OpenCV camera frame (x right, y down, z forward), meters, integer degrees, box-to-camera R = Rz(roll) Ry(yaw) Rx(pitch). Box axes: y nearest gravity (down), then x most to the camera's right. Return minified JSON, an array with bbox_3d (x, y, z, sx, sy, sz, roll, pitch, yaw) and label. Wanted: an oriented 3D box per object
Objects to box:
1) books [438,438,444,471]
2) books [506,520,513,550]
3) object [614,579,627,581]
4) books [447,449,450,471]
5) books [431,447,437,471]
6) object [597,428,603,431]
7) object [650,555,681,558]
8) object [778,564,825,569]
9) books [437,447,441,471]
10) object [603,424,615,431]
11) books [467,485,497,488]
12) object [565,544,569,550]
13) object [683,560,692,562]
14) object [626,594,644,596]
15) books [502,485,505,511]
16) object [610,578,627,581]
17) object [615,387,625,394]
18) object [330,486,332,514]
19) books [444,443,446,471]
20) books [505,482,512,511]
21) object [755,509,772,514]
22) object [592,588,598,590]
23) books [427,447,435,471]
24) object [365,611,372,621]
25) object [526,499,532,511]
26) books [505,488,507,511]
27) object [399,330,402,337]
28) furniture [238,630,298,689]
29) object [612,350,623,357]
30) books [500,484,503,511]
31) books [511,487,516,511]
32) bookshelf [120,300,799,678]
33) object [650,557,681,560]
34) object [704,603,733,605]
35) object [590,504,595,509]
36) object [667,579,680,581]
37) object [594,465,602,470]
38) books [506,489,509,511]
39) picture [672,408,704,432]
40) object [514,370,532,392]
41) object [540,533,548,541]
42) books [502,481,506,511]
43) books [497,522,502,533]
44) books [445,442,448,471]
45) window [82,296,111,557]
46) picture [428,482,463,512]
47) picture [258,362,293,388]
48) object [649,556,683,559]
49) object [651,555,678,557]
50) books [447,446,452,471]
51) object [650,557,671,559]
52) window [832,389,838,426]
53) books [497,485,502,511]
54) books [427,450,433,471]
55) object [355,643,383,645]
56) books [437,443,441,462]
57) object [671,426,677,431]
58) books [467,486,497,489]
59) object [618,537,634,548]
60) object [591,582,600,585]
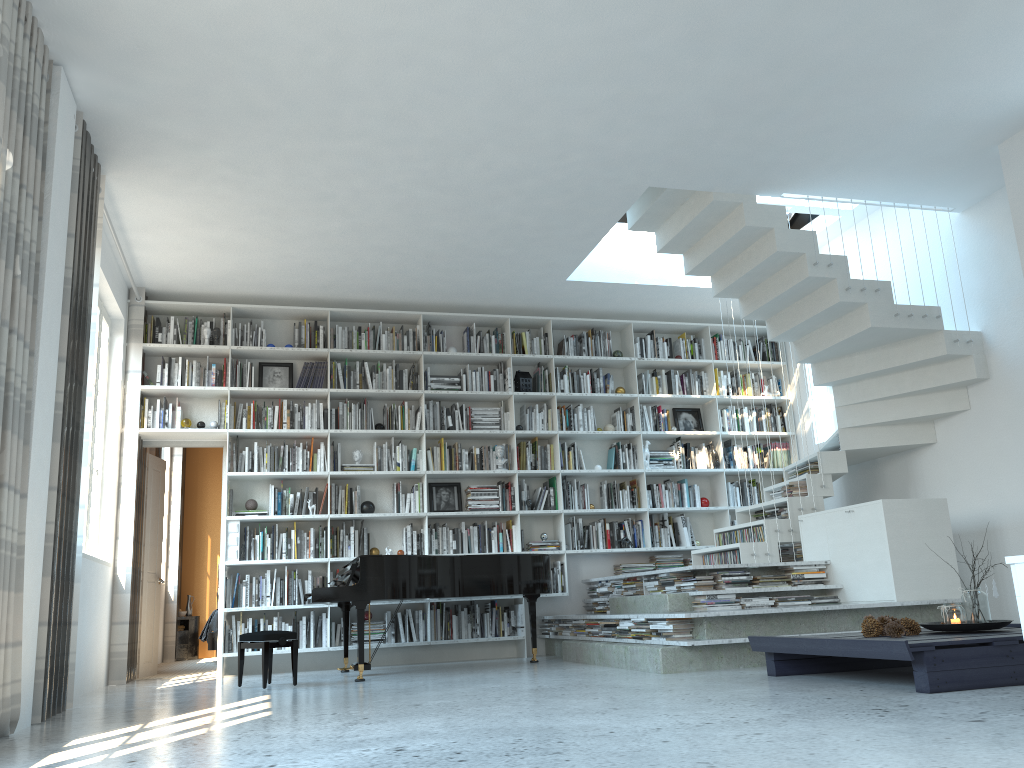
[{"bbox_3d":[-0.646,0.665,8.106,0.014,0.316,0.188,1,-14,-15],"label":"books"},{"bbox_3d":[-0.022,1.404,8.127,0.011,0.299,0.149,1,-14,-15],"label":"books"},{"bbox_3d":[0.991,1.684,7.631,0.144,0.005,0.258,1,-15,-15],"label":"object"},{"bbox_3d":[-0.602,0.719,8.144,0.024,0.228,0.148,1,-14,-15],"label":"books"},{"bbox_3d":[-0.712,0.707,8.116,0.026,0.247,0.139,1,-14,-15],"label":"books"},{"bbox_3d":[0.842,0.458,8.574,0.068,0.068,0.068,8,-17,-37],"label":"object"},{"bbox_3d":[1.468,1.651,8.481,0.254,0.005,0.161,1,-15,-14],"label":"object"},{"bbox_3d":[2.123,1.336,6.526,0.284,0.030,0.177,1,-15,-15],"label":"object"},{"bbox_3d":[-0.684,0.710,8.117,0.029,0.239,0.156,1,-14,-15],"label":"books"},{"bbox_3d":[0.946,0.446,8.631,0.112,0.112,0.112,8,-17,-37],"label":"object"},{"bbox_3d":[-0.281,0.949,8.162,0.254,0.012,0.161,0,-15,-12],"label":"books"},{"bbox_3d":[0.494,1.517,8.213,0.071,0.072,0.072,-12,-16,32],"label":"object"},{"bbox_3d":[1.826,1.707,8.571,0.327,0.008,0.208,1,-15,-15],"label":"object"},{"bbox_3d":[1.064,1.743,7.328,0.145,0.010,0.267,2,-15,-19],"label":"object"},{"bbox_3d":[-0.094,1.070,8.192,0.013,0.255,0.163,1,-14,-15],"label":"books"},{"bbox_3d":[0.977,1.678,7.628,0.159,0.007,0.286,2,-15,-18],"label":"object"},{"bbox_3d":[1.059,0.077,8.670,0.100,0.101,0.101,8,-17,-37],"label":"object"},{"bbox_3d":[-1.597,1.036,7.792,0.012,0.269,0.131,1,-14,-15],"label":"object"},{"bbox_3d":[-0.631,0.690,8.103,0.015,0.266,0.189,1,-14,-15],"label":"books"},{"bbox_3d":[-0.037,1.056,8.197,0.011,0.279,0.186,1,-14,-15],"label":"books"},{"bbox_3d":[2.236,1.114,7.756,0.161,0.025,0.175,0,-15,-12],"label":"object"},{"bbox_3d":[0.835,1.889,8.173,0.135,0.011,0.222,0,-15,-12],"label":"object"},{"bbox_3d":[-0.743,0.707,8.098,0.042,0.241,0.162,1,-14,-15],"label":"books"},{"bbox_3d":[-1.239,1.986,7.592,0.086,0.087,0.086,8,-17,-37],"label":"object"},{"bbox_3d":[0.156,1.101,8.076,0.054,0.113,0.079,1,-14,-17],"label":"object"},{"bbox_3d":[-0.072,1.083,8.201,0.013,0.232,0.134,1,-14,-15],"label":"books"},{"bbox_3d":[-1.045,-0.366,8.291,0.010,0.246,0.157,1,-14,-15],"label":"object"},{"bbox_3d":[-1.608,1.802,5.830,0.240,0.352,0.468,9,-18,-39],"label":"furniture"},{"bbox_3d":[1.042,-0.281,8.750,0.104,0.105,0.104,-12,-16,32],"label":"object"},{"bbox_3d":[-0.113,1.064,8.176,0.011,0.260,0.184,1,-14,-15],"label":"books"},{"bbox_3d":[-0.011,1.078,8.188,0.034,0.229,0.200,1,-14,-15],"label":"books"},{"bbox_3d":[-0.193,0.907,8.135,6.297,3.133,0.331,1,-14,-15],"label":"bookshelf"},{"bbox_3d":[1.469,1.668,8.479,0.254,0.005,0.161,1,-15,-15],"label":"object"},{"bbox_3d":[1.408,1.530,6.162,0.204,0.004,0.140,0,-15,-13],"label":"object"},{"bbox_3d":[0.745,1.170,8.378,0.071,0.072,0.072,-12,-16,32],"label":"object"},{"bbox_3d":[1.261,1.472,6.657,0.142,0.006,0.204,2,-15,-17],"label":"object"},{"bbox_3d":[0.820,0.806,8.454,0.071,0.072,0.072,-12,-16,32],"label":"object"},{"bbox_3d":[-0.055,1.090,8.202,0.021,0.217,0.132,1,-14,-15],"label":"books"},{"bbox_3d":[1.781,0.386,8.945,0.300,0.299,0.078,1,-14,-15],"label":"picture"},{"bbox_3d":[0.106,-0.009,8.441,0.135,0.247,0.136,4,-15,-25],"label":"object"},{"bbox_3d":[0.293,1.395,8.103,0.071,0.072,0.072,-12,-16,32],"label":"object"},{"bbox_3d":[-0.083,1.054,8.198,0.011,0.287,0.152,1,-14,-15],"label":"books"},{"bbox_3d":[-0.111,1.412,8.110,0.010,0.283,0.132,1,-14,-15],"label":"books"},{"bbox_3d":[-0.614,0.687,8.124,0.010,0.280,0.171,1,-14,-15],"label":"books"},{"bbox_3d":[-3.004,0.183,6.188,0.073,2.003,1.988,1,-14,-15],"label":"window"},{"bbox_3d":[-0.609,1.047,8.104,0.300,0.299,0.078,1,-14,-15],"label":"picture"},{"bbox_3d":[-2.120,-0.053,7.961,0.300,0.299,0.078,1,-14,-15],"label":"picture"},{"bbox_3d":[1.468,1.657,8.482,0.285,0.005,0.160,1,-15,-15],"label":"object"},{"bbox_3d":[1.471,1.644,8.474,0.285,0.005,0.160,0,-14,-11],"label":"object"},{"bbox_3d":[-0.579,0.706,8.160,0.028,0.258,0.135,1,-14,-15],"label":"books"},{"bbox_3d":[1.468,1.662,8.481,0.254,0.005,0.161,1,-15,-15],"label":"object"},{"bbox_3d":[3.323,-0.141,8.317,0.042,1.223,1.120,1,-14,-15],"label":"window"},{"bbox_3d":[-0.125,1.068,8.175,0.012,0.253,0.161,1,-14,-15],"label":"books"},{"bbox_3d":[-0.757,0.720,8.078,0.053,0.208,0.156,1,-14,-15],"label":"books"},{"bbox_3d":[-1.234,2.219,7.571,0.254,0.007,0.161,0,-15,-13],"label":"object"},{"bbox_3d":[-0.669,0.692,8.139,0.010,0.283,0.137,1,-14,-15],"label":"books"},{"bbox_3d":[1.588,0.461,8.778,0.091,0.092,0.092,-12,-16,32],"label":"object"},{"bbox_3d":[-0.281,0.961,8.161,0.254,0.012,0.161,2,-15,-18],"label":"books"},{"bbox_3d":[1.059,1.472,8.225,0.160,0.113,0.065,5,-16,-28],"label":"object"},{"bbox_3d":[0.837,1.839,8.187,0.131,0.024,0.291,1,-15,-13],"label":"object"}]
